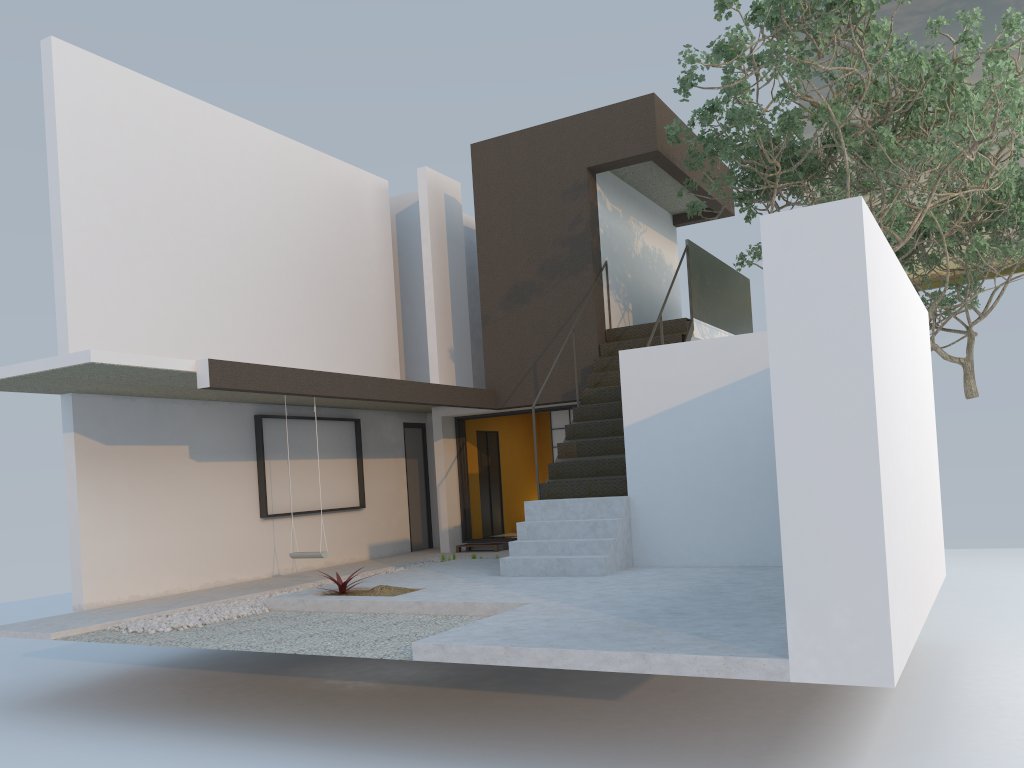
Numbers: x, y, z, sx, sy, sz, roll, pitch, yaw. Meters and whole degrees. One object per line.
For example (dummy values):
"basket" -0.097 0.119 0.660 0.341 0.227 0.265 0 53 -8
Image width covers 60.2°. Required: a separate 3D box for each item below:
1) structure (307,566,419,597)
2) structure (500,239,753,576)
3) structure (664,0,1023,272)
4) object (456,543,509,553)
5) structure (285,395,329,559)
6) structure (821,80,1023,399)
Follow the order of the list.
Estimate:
"structure" -1.444 1.925 8.448 1.208 0.291 0.747 -7 -6 29
"structure" 1.857 0.140 11.632 1.162 3.938 6.551 -4 -4 29
"structure" 3.945 -2.302 9.829 4.339 3.693 5.762 -4 -5 9
"object" -0.441 2.426 13.091 0.705 0.100 0.350 -7 -7 29
"structure" -2.257 0.961 9.591 0.463 1.864 0.129 -4 -1 29
"structure" 7.657 -2.082 15.295 5.514 4.694 7.322 -4 -5 9
